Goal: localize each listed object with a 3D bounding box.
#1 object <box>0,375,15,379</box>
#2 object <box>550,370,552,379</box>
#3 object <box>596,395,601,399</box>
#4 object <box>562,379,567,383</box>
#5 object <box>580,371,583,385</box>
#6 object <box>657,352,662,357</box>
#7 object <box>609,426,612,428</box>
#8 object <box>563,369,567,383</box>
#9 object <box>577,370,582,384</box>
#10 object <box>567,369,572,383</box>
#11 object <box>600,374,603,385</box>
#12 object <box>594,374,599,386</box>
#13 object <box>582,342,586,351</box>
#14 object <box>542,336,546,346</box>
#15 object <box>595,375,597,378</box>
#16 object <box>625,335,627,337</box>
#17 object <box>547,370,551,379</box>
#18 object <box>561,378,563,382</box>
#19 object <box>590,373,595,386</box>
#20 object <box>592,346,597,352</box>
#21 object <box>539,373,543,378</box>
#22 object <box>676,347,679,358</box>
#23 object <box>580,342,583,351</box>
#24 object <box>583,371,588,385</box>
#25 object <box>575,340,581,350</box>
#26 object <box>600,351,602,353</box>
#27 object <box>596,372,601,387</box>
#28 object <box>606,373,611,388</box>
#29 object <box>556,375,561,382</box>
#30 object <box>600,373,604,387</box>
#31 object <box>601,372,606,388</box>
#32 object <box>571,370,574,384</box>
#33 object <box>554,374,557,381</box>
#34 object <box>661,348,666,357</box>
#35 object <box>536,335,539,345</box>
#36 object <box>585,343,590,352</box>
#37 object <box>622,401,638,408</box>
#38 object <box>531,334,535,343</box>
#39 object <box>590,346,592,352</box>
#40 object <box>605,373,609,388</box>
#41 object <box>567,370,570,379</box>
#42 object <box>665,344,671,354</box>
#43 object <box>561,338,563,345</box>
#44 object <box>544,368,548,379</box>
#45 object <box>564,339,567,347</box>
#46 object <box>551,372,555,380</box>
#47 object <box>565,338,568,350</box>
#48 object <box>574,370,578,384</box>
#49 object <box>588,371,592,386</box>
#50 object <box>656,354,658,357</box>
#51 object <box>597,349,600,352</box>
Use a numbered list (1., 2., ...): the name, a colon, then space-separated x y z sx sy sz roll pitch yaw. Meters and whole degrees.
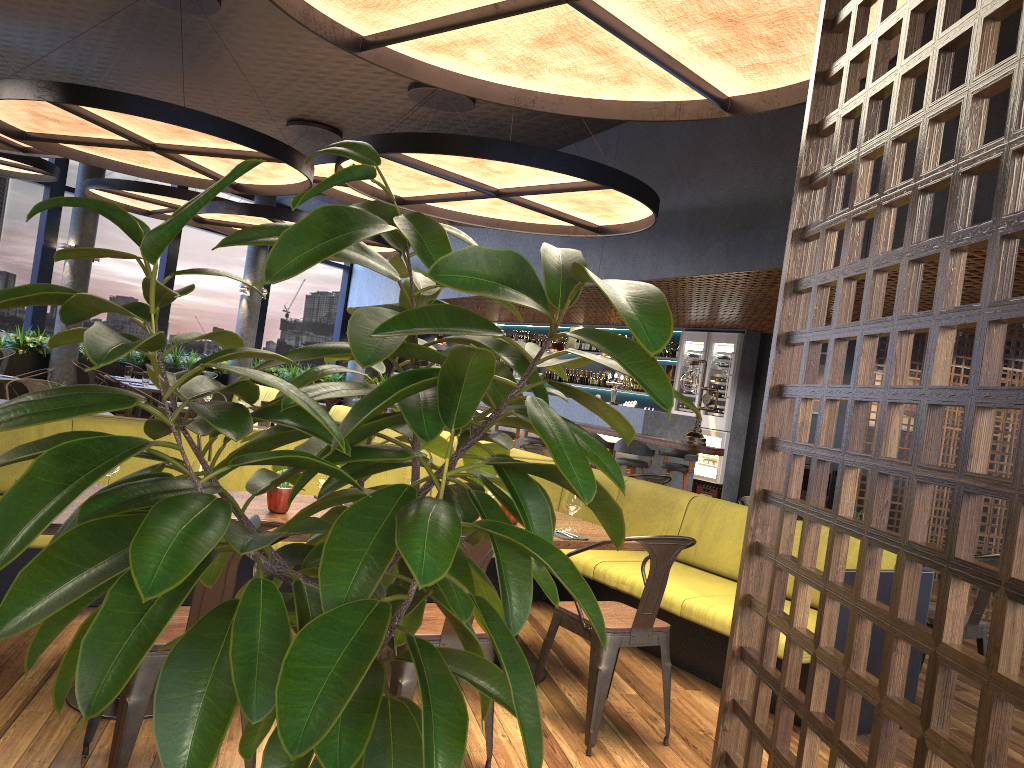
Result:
1. object: -5.384 -0.083 9.359 0.255 0.019 0.157 9 0 -35
2. object: 0.700 -0.182 16.358 0.063 0.254 0.063 9 0 -41
3. object: 0.944 0.166 12.340 0.200 0.106 0.766 9 0 -33
4. object: 0.962 -0.131 16.016 0.088 0.224 0.088 8 0 31
5. object: 1.216 -0.111 15.561 0.063 0.254 0.063 8 0 44
6. object: 2.303 -0.546 13.762 0.063 0.254 0.063 8 0 -5
7. object: 1.306 0.468 11.349 0.114 0.203 0.069 8 0 1
8. object: 0.954 -0.148 15.833 0.063 0.254 0.063 8 0 -15
9. object: 1.178 -0.117 15.417 0.063 0.254 0.063 8 0 4
10. object: 1.023 -0.139 15.714 0.063 0.254 0.063 8 0 9
11. object: 1.538 -0.051 15.127 0.088 0.224 0.088 9 0 -39
12. object: 1.444 -0.065 15.066 0.088 0.224 0.088 8 0 -19
13. object: 1.273 -0.717 15.429 0.085 0.310 0.086 8 0 0
14. object: 0.607 -0.779 16.618 0.063 0.254 0.063 8 0 5
15. object: 1.435 -0.057 15.279 0.097 0.206 0.097 8 0 -2
16. object: 1.870 -0.644 14.713 0.084 0.330 0.084 8 0 -26
17. object: 0.679 -0.186 16.210 0.063 0.254 0.063 8 0 44
18. object: 0.890 -0.141 16.085 0.088 0.224 0.088 8 0 21
19. object: 1.386 -0.073 15.155 0.088 0.224 0.088 8 0 26
20. object: 1.428 -0.696 15.189 0.085 0.310 0.086 8 0 0
21. object: 0.529 -0.140 16.500 0.084 0.119 0.084 8 0 12
22. object: 2.559 -0.523 13.547 0.079 0.281 0.079 8 0 -24
23. object: 1.257 -0.719 15.619 0.085 0.310 0.086 8 0 -19
24. object: 1.285 -0.102 15.456 0.063 0.254 0.063 8 0 29
25. object: 1.163 -0.732 15.591 0.085 0.310 0.086 8 0 -6
26. object: 1.545 -0.690 14.990 0.084 0.330 0.084 8 0 -26
27. object: 1.461 -0.078 14.933 0.063 0.254 0.063 9 0 -40
28. object: 1.635 -0.053 14.903 0.063 0.254 0.063 8 0 29
29. object: 0.853 -0.147 15.978 0.088 0.224 0.088 8 0 -19
30. object: 1.540 -0.067 14.987 0.063 0.254 0.063 8 0 -5
31. object: 1.542 -0.067 14.852 0.063 0.254 0.063 8 0 -26
32. object: 1.078 -0.130 15.778 0.063 0.254 0.063 8 0 29
33. object: 0.801 -0.169 16.128 0.063 0.254 0.063 8 0 -5
34. object: 2.379 -0.535 13.830 0.063 0.254 0.063 8 0 20
35. object: 0.484 -0.797 16.643 0.063 0.254 0.063 8 0 29
36. object: 1.321 -0.711 15.350 0.085 0.310 0.086 8 0 -6
37. object: 1.522 0.253 11.409 0.177 0.091 0.091 8 0 32
38. object: 0.398 -0.810 16.724 0.063 0.254 0.063 8 0 39
39. object: 1.415 -0.697 15.378 0.085 0.310 0.086 8 0 -22
40. object: 1.619 -0.055 15.018 0.063 0.254 0.063 8 0 -6
41. object: 1.025 -0.137 15.870 0.063 0.254 0.063 8 0 0
42. object: 2.401 -0.509 13.682 0.097 0.206 0.097 8 0 25
43. object: 0.887 -0.724 15.956 0.068 0.217 0.068 8 0 42
44. object: 0.625 -0.194 16.295 0.063 0.254 0.063 8 0 29
45. object: 0.969 -0.712 16.001 0.068 0.217 0.068 8 0 -28
46. object: 0.767 -0.173 16.254 0.063 0.254 0.063 8 0 14
47. object: 0.991 -0.713 15.849 0.088 0.224 0.088 8 0 -19
48. object: 1.124 -0.125 15.502 0.063 0.254 0.063 8 0 29
49. object: 1.355 -0.092 15.360 0.063 0.254 0.063 8 0 15
50. object: 2.302 -0.546 13.875 0.063 0.254 0.063 8 0 9
51. object: 1.520 -0.682 15.222 0.085 0.310 0.086 8 0 8
